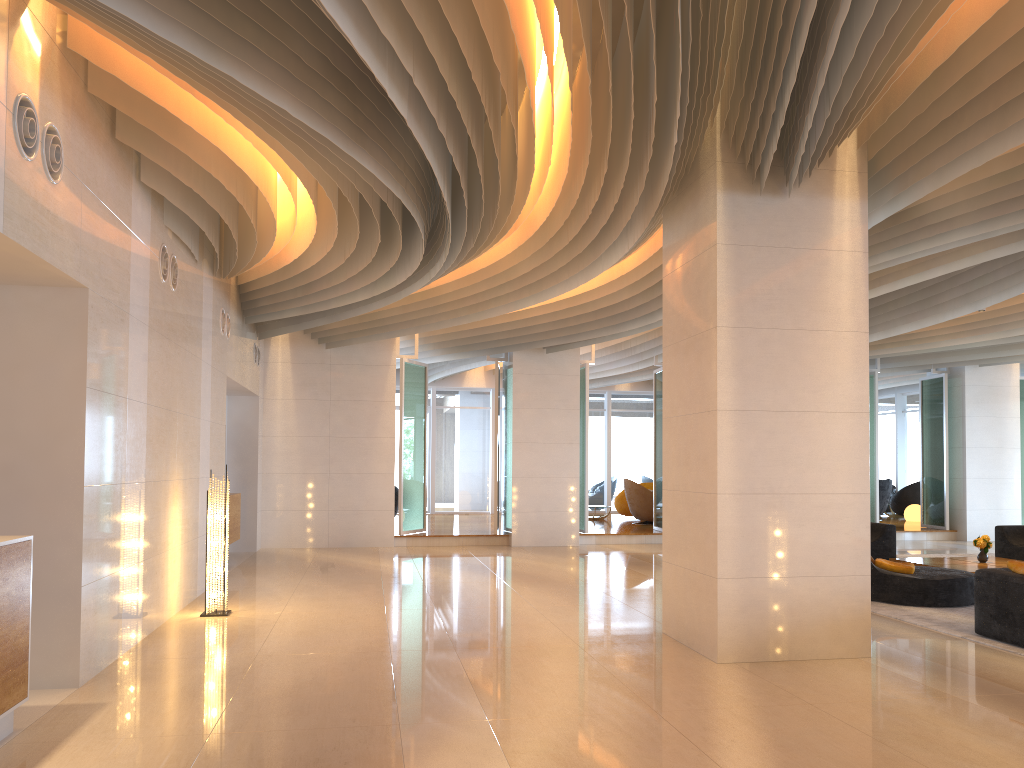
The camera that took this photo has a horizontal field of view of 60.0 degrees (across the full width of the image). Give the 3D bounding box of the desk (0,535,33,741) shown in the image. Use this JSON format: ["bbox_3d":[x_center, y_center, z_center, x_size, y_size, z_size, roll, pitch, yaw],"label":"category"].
[{"bbox_3d":[-2.567,1.050,1.534,0.903,1.046,6.650,1,-5,-9],"label":"desk"}]

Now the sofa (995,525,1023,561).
[{"bbox_3d":[8.136,2.288,11.821,0.947,0.580,3.766,1,-5,-9],"label":"sofa"}]

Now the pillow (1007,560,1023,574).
[{"bbox_3d":[4.392,1.643,7.180,0.543,0.376,0.645,-1,-5,12],"label":"pillow"}]

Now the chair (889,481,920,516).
[{"bbox_3d":[10.265,2.880,22.299,1.525,1.003,1.134,1,-4,-8],"label":"chair"}]

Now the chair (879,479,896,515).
[{"bbox_3d":[9.953,3.065,24.307,1.516,1.003,1.141,0,-4,2],"label":"chair"}]

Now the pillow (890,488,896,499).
[{"bbox_3d":[10.310,2.977,24.348,0.499,0.407,0.469,-1,-4,17],"label":"pillow"}]

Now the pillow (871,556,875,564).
[{"bbox_3d":[3.943,1.925,10.053,0.330,0.310,0.423,1,-4,-8],"label":"pillow"}]

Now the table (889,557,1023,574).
[{"bbox_3d":[6.037,2.421,11.408,1.611,0.219,1.596,1,-5,-10],"label":"table"}]

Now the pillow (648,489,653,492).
[{"bbox_3d":[3.059,2.441,19.313,0.479,0.453,0.613,2,-5,-28],"label":"pillow"}]

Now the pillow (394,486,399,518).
[{"bbox_3d":[-2.924,2.340,17.278,1.529,1.003,1.131,1,-4,-13],"label":"pillow"}]

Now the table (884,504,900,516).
[{"bbox_3d":[10.177,3.314,23.284,1.082,0.317,0.819,1,-5,-4],"label":"table"}]

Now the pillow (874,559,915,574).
[{"bbox_3d":[4.225,2.005,9.788,0.405,0.135,0.423,-2,-5,24],"label":"pillow"}]

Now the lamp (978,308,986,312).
[{"bbox_3d":[6.118,-1.700,11.568,0.088,1.502,0.090,-1,-2,35],"label":"lamp"}]

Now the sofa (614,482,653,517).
[{"bbox_3d":[3.737,2.845,21.757,2.592,0.899,1.100,2,-4,-21],"label":"sofa"}]

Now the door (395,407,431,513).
[{"bbox_3d":[-2.870,2.000,23.221,1.468,2.764,0.060,1,-2,-11],"label":"door"}]

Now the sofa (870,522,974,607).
[{"bbox_3d":[4.764,2.227,11.744,2.842,0.651,5.073,1,-5,-9],"label":"sofa"}]

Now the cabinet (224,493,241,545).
[{"bbox_3d":[-4.104,1.843,12.099,0.563,0.660,1.506,1,-5,-9],"label":"cabinet"}]

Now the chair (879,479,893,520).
[{"bbox_3d":[8.630,2.806,21.606,1.545,1.003,1.119,4,-5,-37],"label":"chair"}]

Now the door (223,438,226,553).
[{"bbox_3d":[-4.721,1.657,13.837,0.248,2.095,1.400,1,-3,-9],"label":"door"}]

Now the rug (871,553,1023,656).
[{"bbox_3d":[6.805,2.097,6.662,5.546,0.022,16.171,1,-5,-9],"label":"rug"}]

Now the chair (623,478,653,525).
[{"bbox_3d":[3.041,2.592,19.636,1.138,1.003,1.520,0,-4,-2],"label":"chair"}]

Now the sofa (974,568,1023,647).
[{"bbox_3d":[4.729,1.721,5.932,0.947,0.580,3.766,1,-5,-9],"label":"sofa"}]

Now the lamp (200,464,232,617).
[{"bbox_3d":[-2.857,1.506,8.602,0.252,1.447,0.249,1,-2,-10],"label":"lamp"}]

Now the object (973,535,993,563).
[{"bbox_3d":[6.153,2.140,11.590,0.233,0.376,0.269,-1,-3,22],"label":"object"}]

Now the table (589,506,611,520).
[{"bbox_3d":[1.842,3.062,21.067,1.082,0.317,0.819,1,-5,-4],"label":"table"}]

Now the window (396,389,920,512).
[{"bbox_3d":[10.675,0.543,9.531,22.576,3.212,53.593,5,-7,-44],"label":"window"}]
